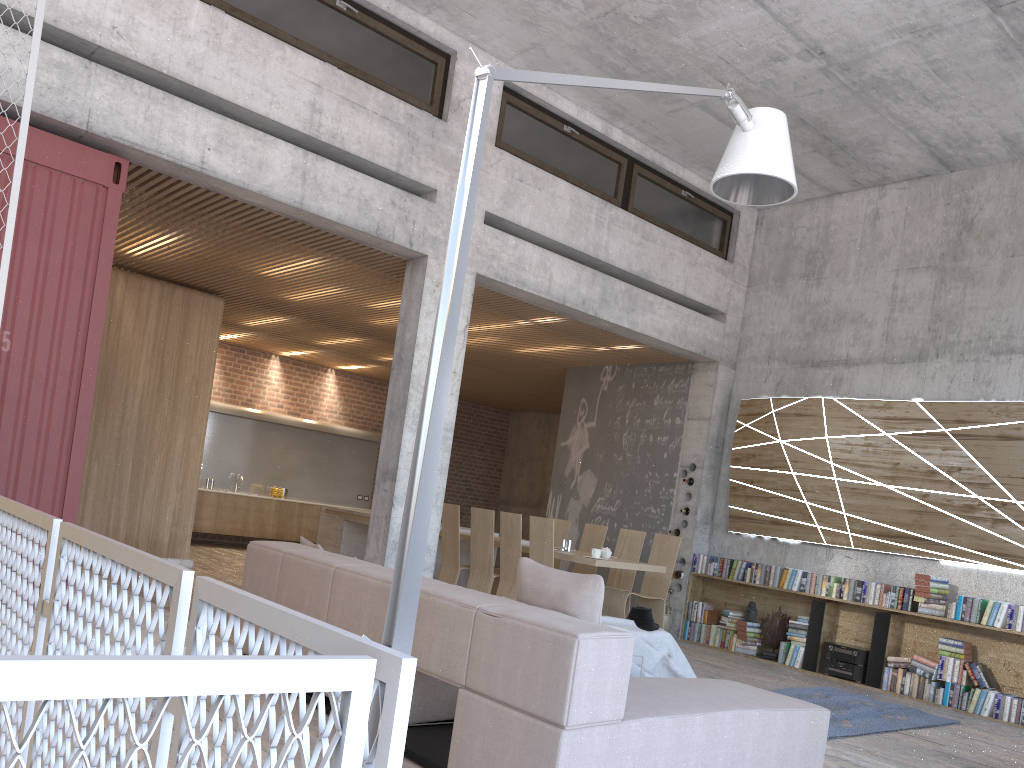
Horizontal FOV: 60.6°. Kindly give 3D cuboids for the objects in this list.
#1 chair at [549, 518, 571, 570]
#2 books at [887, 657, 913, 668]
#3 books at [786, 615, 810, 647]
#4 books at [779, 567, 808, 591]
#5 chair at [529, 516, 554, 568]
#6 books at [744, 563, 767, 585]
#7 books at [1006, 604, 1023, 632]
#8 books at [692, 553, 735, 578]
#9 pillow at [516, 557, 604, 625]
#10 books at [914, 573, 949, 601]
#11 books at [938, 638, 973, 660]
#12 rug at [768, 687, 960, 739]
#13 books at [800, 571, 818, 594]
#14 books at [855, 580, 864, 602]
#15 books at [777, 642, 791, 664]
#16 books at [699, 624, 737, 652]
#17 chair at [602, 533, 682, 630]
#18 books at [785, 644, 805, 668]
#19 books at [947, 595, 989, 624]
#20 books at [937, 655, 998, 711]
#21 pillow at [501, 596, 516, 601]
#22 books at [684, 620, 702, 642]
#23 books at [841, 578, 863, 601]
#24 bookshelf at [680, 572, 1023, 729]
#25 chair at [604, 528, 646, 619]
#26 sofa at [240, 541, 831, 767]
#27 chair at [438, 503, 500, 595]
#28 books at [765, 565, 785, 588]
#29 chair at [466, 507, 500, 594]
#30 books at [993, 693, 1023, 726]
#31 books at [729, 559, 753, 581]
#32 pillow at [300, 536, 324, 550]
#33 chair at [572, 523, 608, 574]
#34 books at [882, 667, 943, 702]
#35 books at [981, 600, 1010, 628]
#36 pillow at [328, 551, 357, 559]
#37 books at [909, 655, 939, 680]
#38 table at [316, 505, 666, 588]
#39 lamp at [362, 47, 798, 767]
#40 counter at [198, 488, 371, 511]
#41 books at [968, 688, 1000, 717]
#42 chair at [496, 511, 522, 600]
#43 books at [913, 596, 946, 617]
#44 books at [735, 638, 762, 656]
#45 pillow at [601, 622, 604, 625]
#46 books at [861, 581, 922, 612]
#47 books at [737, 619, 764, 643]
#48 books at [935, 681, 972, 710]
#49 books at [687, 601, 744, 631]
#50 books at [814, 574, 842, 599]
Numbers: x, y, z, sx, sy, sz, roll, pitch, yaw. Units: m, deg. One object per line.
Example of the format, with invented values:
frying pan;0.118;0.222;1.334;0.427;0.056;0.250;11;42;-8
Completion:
chair;0.233;2.105;10.023;0.345;1.190;0.731;8;-2;44
books;3.709;2.640;8.307;0.194;0.139;0.233;12;-7;-39
books;3.032;2.575;9.156;0.221;0.322;0.250;10;-3;-38
books;2.974;2.060;9.233;0.192;0.227;0.248;11;-5;-40
chair;0.470;1.879;8.227;0.730;1.190;0.346;10;-1;-37
books;2.712;2.074;9.579;0.212;0.219;0.277;11;-6;-41
books;4.508;2.026;7.460;0.217;0.219;0.487;11;-7;-40
books;2.321;2.084;10.034;0.217;0.219;0.487;11;-7;-40
pillow;0.213;1.098;3.989;0.224;0.554;0.560;9;-4;-38
books;3.895;1.886;8.142;0.248;0.210;0.189;10;-4;-19
books;4.034;2.411;7.977;0.192;0.160;0.237;12;-7;-40
rug;2.210;2.488;6.681;2.960;0.049;1.156;15;-11;-40
books;3.100;2.064;9.081;0.156;0.220;0.155;10;-3;-40
books;3.479;2.062;8.699;0.192;0.220;0.054;11;-2;-40
books;2.897;2.837;9.254;0.207;0.220;0.074;11;-2;-40
books;2.379;2.847;9.875;0.245;0.236;0.492;12;-7;-40
chair;1.282;2.097;8.932;0.731;1.190;0.346;10;-1;-40
books;2.986;2.832;9.126;0.192;0.227;0.198;11;-4;-40
books;4.113;2.029;7.907;0.212;0.219;0.277;11;-6;-41
books;4.072;2.701;7.864;0.217;0.446;0.449;9;-4;-40
pillow;0.110;1.225;4.253;0.374;0.371;0.171;6;-2;23
books;2.108;2.857;10.148;0.207;0.219;0.272;11;-6;-40
books;3.417;2.066;8.784;0.207;0.220;0.154;11;-4;-40
bookshelf;3.830;2.556;8.234;0.307;0.798;5.296;9;-7;-40
chair;0.992;2.116;9.348;0.731;1.190;0.345;10;-2;-44
sofa;0.361;1.639;5.393;3.054;0.781;2.983;14;-10;-39
chair;-0.445;1.922;9.435;0.730;1.190;0.346;10;-1;-35
books;2.833;2.064;9.398;0.192;0.220;0.155;11;-4;-40
chair;-0.124;1.912;9.047;0.731;1.190;0.345;10;-2;-43
books;4.377;2.803;7.496;0.207;0.219;0.415;11;-7;-40
books;2.560;2.079;9.773;0.192;0.227;0.198;11;-4;-40
pillow;-1.271;1.188;5.670;0.190;0.365;0.360;9;-4;-35
chair;0.605;2.108;9.679;0.731;1.190;0.346;10;-1;-40
books;3.768;2.811;8.237;0.245;0.236;0.492;12;-7;-40
books;4.270;2.023;7.707;0.192;0.227;0.198;11;-4;-40
pillow;-1.008;1.222;5.386;0.189;0.357;0.368;9;-4;-40
books;3.820;2.613;8.087;0.156;0.191;0.242;11;-5;-40
table;-0.595;2.154;10.228;1.025;0.916;5.162;12;-8;-40
lamp;0.294;0.080;3.795;0.748;3.410;2.665;8;-2;38
counter;-3.916;1.871;14.382;4.137;0.020;0.650;15;-11;-40
books;4.158;2.798;7.712;0.192;0.227;0.198;11;-4;-40
chair;0.190;1.900;8.652;0.730;1.190;0.346;10;-1;-35
books;3.881;2.064;8.138;0.284;0.149;0.224;7;-6;7
books;2.568;2.867;9.559;0.260;0.150;0.251;8;-6;6
pillow;0.408;1.225;3.787;0.151;0.374;0.370;8;-4;-7
books;3.651;2.051;8.467;0.217;0.219;0.487;11;-7;-40
books;2.594;2.692;9.546;0.248;0.210;0.189;10;-4;-19
books;3.987;2.805;7.930;0.217;0.219;0.225;11;-5;-40
books;2.338;2.639;9.950;0.304;0.260;0.713;11;-8;-35
books;3.241;2.061;8.918;0.173;0.219;0.275;10;-5;-39
